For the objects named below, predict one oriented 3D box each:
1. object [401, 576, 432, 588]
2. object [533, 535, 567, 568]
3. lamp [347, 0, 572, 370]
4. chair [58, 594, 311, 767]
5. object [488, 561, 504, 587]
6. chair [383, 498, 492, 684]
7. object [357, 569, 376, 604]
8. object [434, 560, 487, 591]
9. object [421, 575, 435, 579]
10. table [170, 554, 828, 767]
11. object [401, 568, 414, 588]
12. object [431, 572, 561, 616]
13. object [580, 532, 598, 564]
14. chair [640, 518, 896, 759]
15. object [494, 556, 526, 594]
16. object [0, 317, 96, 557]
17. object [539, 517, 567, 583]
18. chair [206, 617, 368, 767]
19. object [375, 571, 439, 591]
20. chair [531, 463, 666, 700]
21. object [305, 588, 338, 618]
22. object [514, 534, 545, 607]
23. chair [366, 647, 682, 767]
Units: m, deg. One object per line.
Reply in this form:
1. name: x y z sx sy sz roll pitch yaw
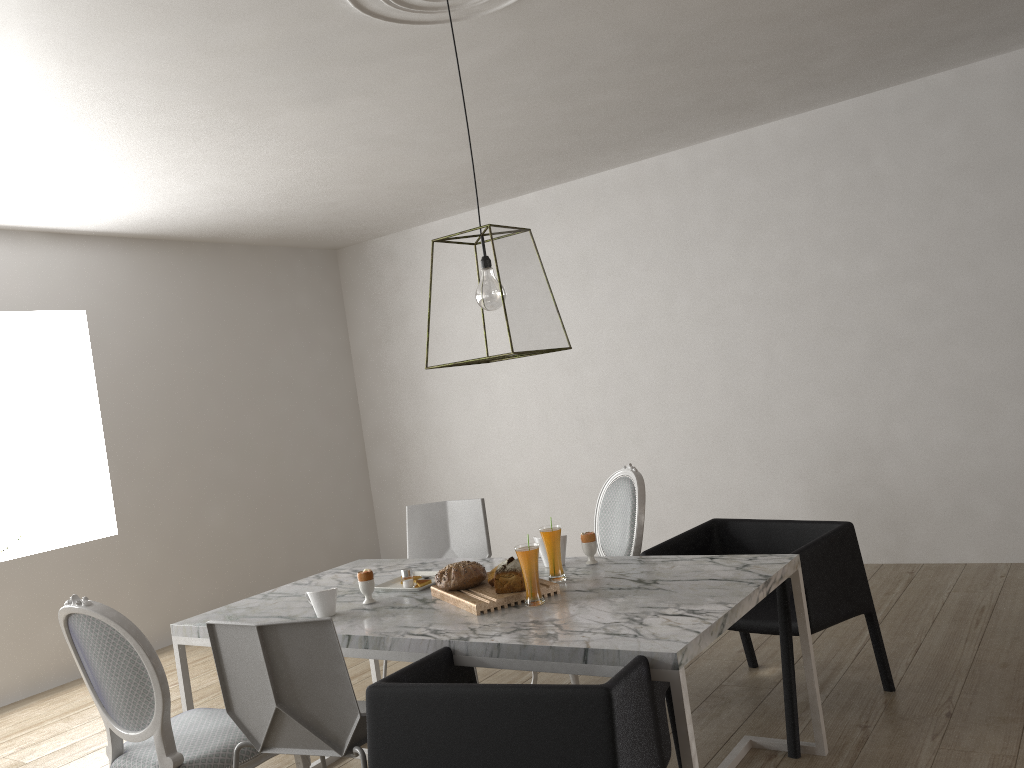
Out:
1. object: -0.321 0.652 2.933 0.068 0.014 0.197 -8 0 -28
2. object: 0.115 0.547 2.935 0.110 0.105 0.170 -8 0 -35
3. lamp: -0.115 -0.619 2.547 0.584 1.108 0.584 -8 0 -40
4. chair: -0.879 0.911 2.378 0.480 0.833 0.505 -8 0 32
5. object: -0.033 0.557 2.610 0.079 0.067 0.074 -8 0 7
6. chair: -0.294 0.878 3.608 0.470 0.745 0.439 -8 0 20
7. object: -0.450 0.627 2.753 0.050 0.101 0.050 -8 0 41
8. object: -0.156 0.572 2.668 0.157 0.075 0.151 -8 0 -20
9. object: -0.246 0.642 2.979 0.132 0.013 0.032 -8 0 9
10. table: -0.094 0.924 2.719 1.781 0.583 0.870 -8 0 35
11. object: -0.340 0.632 2.887 0.036 0.060 0.036 -8 0 -15
12. object: -0.057 0.609 2.623 0.260 0.031 0.360 -8 0 -25
13. object: 0.249 0.525 2.850 0.050 0.101 0.050 -8 0 31
14. chair: 0.826 0.788 2.970 0.609 0.597 0.569 -8 0 -40
15. object: -0.004 0.543 2.525 0.086 0.087 0.090 -8 0 12
16. object: -2.988 1.779 4.301 0.001 8.324 10.834 -8 0 35
17. object: 0.125 0.501 2.677 0.071 0.188 0.071 -8 0 -35
18. chair: -0.432 0.894 2.176 0.470 0.745 0.439 -8 0 25
19. object: -0.317 0.655 2.942 0.212 0.014 0.212 -8 0 34
20. chair: 0.281 0.743 3.267 0.505 0.833 0.480 -8 0 -23
21. object: -0.586 0.658 2.678 0.138 0.085 0.089 -8 0 30
22. object: 0.050 0.511 2.425 0.071 0.188 0.071 -8 0 -35
23. chair: 0.057 0.898 1.972 0.569 0.597 0.609 -8 0 25
